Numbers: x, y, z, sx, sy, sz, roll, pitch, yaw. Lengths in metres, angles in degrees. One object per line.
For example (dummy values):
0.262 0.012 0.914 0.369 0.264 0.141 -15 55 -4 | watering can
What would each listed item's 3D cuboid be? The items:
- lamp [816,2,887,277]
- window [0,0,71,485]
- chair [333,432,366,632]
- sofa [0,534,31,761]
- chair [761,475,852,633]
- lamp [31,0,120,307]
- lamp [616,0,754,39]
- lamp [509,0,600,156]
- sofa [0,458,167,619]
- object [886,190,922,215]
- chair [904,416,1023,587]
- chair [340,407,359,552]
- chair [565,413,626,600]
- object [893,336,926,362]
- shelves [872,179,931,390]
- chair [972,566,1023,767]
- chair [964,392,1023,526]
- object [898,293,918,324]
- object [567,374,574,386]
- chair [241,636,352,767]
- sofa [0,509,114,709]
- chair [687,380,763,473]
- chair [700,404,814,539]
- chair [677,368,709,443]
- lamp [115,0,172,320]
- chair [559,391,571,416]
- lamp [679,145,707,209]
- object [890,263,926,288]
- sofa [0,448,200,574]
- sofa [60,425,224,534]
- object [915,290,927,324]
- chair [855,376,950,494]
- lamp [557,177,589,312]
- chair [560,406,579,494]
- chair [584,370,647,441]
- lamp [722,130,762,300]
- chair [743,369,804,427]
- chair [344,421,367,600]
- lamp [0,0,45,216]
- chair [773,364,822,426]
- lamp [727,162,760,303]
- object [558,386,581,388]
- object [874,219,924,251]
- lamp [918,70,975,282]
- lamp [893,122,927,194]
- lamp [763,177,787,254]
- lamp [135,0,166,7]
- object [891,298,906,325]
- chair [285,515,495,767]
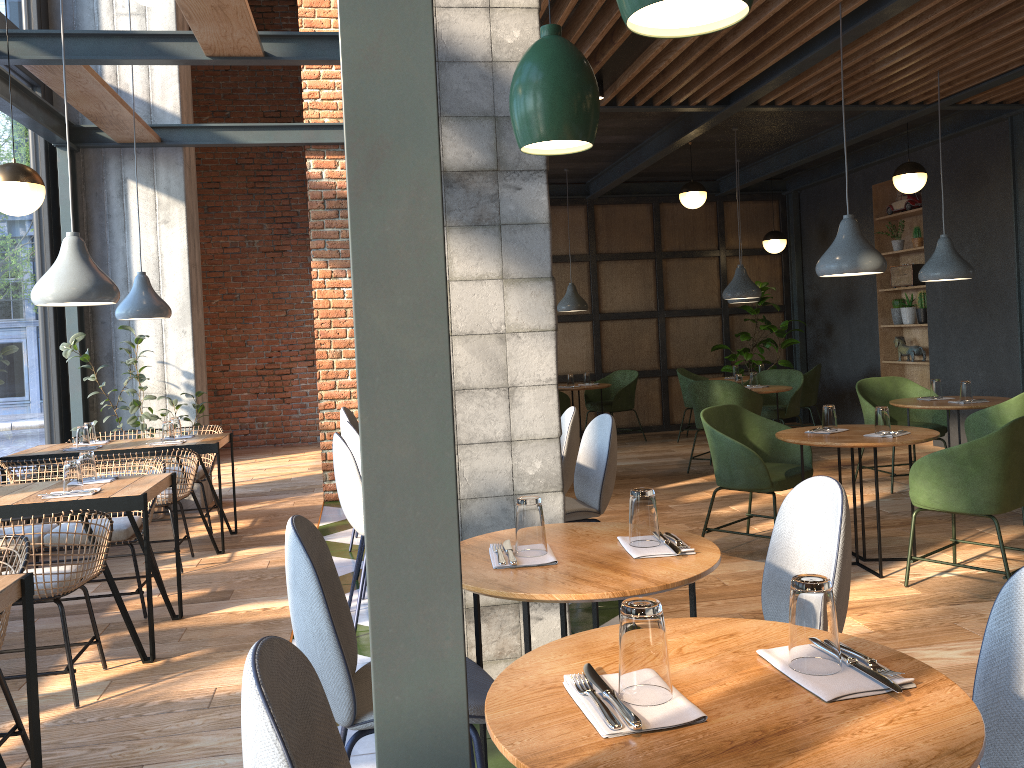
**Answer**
1.678 -2.818 4.657 0.352 4.488 0.353 -3 1 26 | lamp
-2.909 -1.908 2.605 0.127 5.595 8.727 -3 2 -9 | window
-0.559 0.651 4.127 0.508 0.887 0.418 -3 1 -13 | chair
-1.974 0.885 2.583 1.092 0.732 0.471 -3 1 -10 | sofa
0.612 0.696 2.270 0.507 0.887 0.418 -3 1 -3 | chair
-2.016 -2.589 3.860 0.352 4.488 0.353 -2 1 42 | lamp
0.209 -1.550 1.303 0.224 2.021 0.224 -3 0 -6 | lamp
0.060 -1.592 2.182 0.224 2.021 0.224 -3 0 -6 | lamp
-2.292 0.796 4.462 1.092 0.732 0.471 -3 1 -10 | sofa
4.060 -1.903 9.110 0.204 0.285 0.517 -3 3 -9 | object
2.207 0.543 4.196 0.639 0.818 0.514 -4 2 -40 | chair
-0.828 0.576 5.699 0.507 0.887 0.418 -3 1 -3 | chair
0.264 0.602 4.259 0.508 0.887 0.418 -3 1 -13 | chair
4.115 -0.366 9.167 0.150 0.257 0.522 -3 3 -10 | object
4.140 -0.767 9.125 0.284 2.705 0.836 -3 1 -9 | shelves
0.789 0.736 1.397 0.508 0.887 0.418 -3 1 -13 | chair
3.234 0.414 5.591 0.639 0.818 0.515 -3 1 -15 | chair
4.087 -0.780 9.133 0.213 0.329 0.233 -3 1 -4 | object
0.644 -0.042 9.745 0.080 0.138 0.080 -4 1 -31 | object
-0.098 0.788 1.251 0.508 0.887 0.418 -3 1 -8 | chair
-2.104 0.848 3.349 1.092 0.732 0.471 -3 1 -10 | sofa
1.885 0.357 7.830 0.638 0.818 0.516 -2 2 35 | chair
1.405 0.536 5.042 0.639 0.818 0.514 -4 2 -45 | chair
2.159 0.221 10.024 0.514 0.818 0.639 -2 2 22 | chair
-2.576 -2.676 5.915 0.352 4.488 0.353 -3 1 26 | lamp
0.322 0.337 9.585 0.516 0.818 0.638 -4 2 -35 | chair
1.698 -3.621 8.727 0.268 3.792 0.268 -3 1 -30 | lamp
4.110 -1.122 9.165 0.199 0.241 0.340 -3 2 -14 | object
-2.425 0.758 5.248 1.092 0.732 0.471 -3 1 -10 | sofa
-2.614 0.706 6.361 1.092 0.732 0.471 -3 1 -10 | sofa
4.128 -0.779 8.897 0.143 0.349 0.144 -3 1 8 | object
2.962 0.365 6.725 0.639 0.818 0.515 -3 1 -10 | chair
0.564 -3.051 9.833 0.352 4.488 0.353 -3 1 26 | lamp
0.128 0.578 4.818 0.507 0.887 0.418 -3 1 -3 | chair
1.158 0.261 10.188 0.516 0.818 0.638 -4 2 -35 | chair
2.018 -3.031 8.180 0.352 4.488 0.353 -3 1 26 | lamp
2.536 0.280 8.629 0.638 0.818 0.516 -2 2 40 | chair
-0.616 0.621 4.700 0.508 0.887 0.418 -3 1 -13 | chair
-2.619 -2.750 4.504 0.268 3.792 0.268 -3 1 -41 | lamp
3.085 0.200 9.573 0.514 0.818 0.639 -2 2 27 | chair
2.456 -3.143 9.790 0.352 4.488 0.353 -3 1 26 | lamp
0.622 0.025 9.738 0.158 0.019 0.242 -6 4 -44 | object
4.031 -1.548 9.183 0.174 0.329 0.537 -3 2 -30 | object
2.893 -2.959 6.109 0.352 4.488 0.353 -3 1 26 | lamp
3.303 -3.517 7.537 0.268 3.792 0.268 -3 1 -38 | lamp
2.984 -3.420 10.348 0.268 3.792 0.268 -3 1 34 | lamp
-2.366 -4.266 5.536 0.268 3.792 0.268 -3 0 11 | lamp
4.088 -0.775 9.350 0.173 0.295 0.190 -4 1 -36 | object
-0.271 0.746 2.153 0.508 0.887 0.418 -3 1 -8 | chair
